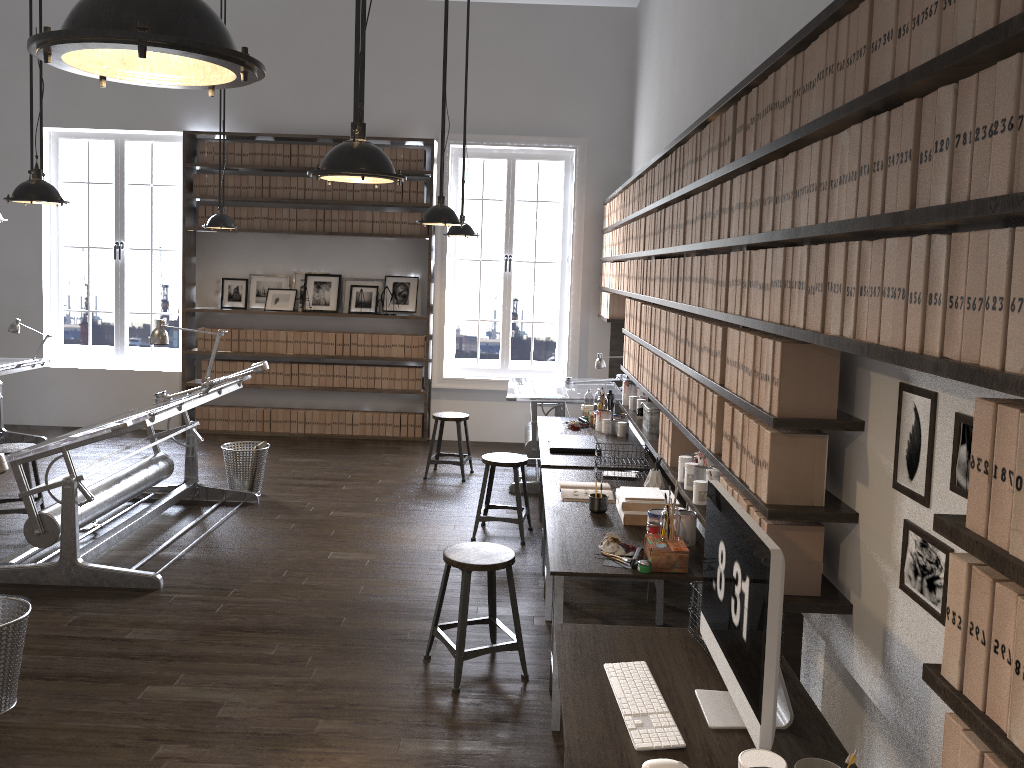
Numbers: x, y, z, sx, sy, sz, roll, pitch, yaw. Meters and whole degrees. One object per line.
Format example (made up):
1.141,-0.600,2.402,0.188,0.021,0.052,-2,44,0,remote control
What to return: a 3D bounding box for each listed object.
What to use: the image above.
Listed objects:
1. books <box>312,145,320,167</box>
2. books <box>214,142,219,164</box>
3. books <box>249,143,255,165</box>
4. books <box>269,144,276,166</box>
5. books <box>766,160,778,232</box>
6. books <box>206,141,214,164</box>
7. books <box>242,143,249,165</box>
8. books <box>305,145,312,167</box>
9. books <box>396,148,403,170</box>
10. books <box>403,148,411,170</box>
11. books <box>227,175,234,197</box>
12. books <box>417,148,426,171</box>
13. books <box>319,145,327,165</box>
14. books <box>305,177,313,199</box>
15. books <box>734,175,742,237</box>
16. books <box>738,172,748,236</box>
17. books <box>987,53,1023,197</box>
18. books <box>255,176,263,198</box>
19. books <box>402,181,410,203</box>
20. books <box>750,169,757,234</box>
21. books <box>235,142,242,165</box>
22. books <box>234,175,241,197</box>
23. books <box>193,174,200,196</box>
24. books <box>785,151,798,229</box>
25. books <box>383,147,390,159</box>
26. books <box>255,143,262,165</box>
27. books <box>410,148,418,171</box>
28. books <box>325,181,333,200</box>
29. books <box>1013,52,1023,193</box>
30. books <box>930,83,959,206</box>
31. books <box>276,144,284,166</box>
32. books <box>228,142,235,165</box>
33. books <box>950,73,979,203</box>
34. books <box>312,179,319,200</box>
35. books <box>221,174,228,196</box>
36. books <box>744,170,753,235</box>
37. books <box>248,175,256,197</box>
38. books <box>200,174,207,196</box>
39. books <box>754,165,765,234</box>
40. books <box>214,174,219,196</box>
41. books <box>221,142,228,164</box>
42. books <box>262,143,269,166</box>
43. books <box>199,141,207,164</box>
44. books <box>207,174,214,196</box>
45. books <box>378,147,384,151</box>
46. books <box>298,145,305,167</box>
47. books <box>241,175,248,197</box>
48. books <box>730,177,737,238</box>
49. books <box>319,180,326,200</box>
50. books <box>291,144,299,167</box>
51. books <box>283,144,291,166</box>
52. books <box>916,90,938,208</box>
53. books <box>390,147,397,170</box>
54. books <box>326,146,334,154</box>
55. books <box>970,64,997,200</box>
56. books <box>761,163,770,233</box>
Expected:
-1.944,-2.264,8.854,0.067,0.225,0.175,2,6,1,books
-2.923,-2.298,8.866,0.067,0.225,0.175,2,6,1,books
-2.578,-2.286,8.863,0.067,0.224,0.175,2,6,1,books
-2.373,-2.279,8.862,0.067,0.225,0.175,2,6,1,books
0.885,-0.573,2.735,0.174,0.225,0.067,2,5,1,books
-2.995,-2.301,8.863,0.067,0.225,0.175,2,6,1,books
-2.641,-2.288,8.862,0.067,0.224,0.175,2,6,1,books
-2.016,-2.266,8.852,0.067,0.225,0.175,2,6,1,books
-1.110,-2.233,8.842,0.067,0.225,0.175,2,6,1,books
-1.043,-2.232,8.847,0.067,0.225,0.175,2,6,1,books
-2.797,-1.977,8.886,0.067,0.225,0.175,2,6,1,books
-0.901,-2.226,8.841,0.067,0.225,0.175,2,6,1,books
-1.874,-2.262,8.858,0.067,0.225,0.175,2,6,1,books
-2.020,-1.950,8.878,0.067,0.225,0.175,2,6,1,books
0.889,-0.627,3.155,0.174,0.225,0.067,2,5,1,books
0.888,-0.618,3.083,0.174,0.225,0.067,2,5,1,books
0.865,-0.401,1.405,0.174,0.225,0.067,2,5,1,books
-2.517,-1.968,8.889,0.067,0.225,0.175,2,6,1,books
-1.051,-1.915,8.866,0.067,0.225,0.175,2,6,1,books
0.893,-0.601,2.955,0.174,0.224,0.067,2,5,1,books
-2.713,-2.291,8.861,0.067,0.225,0.175,2,6,1,books
-2.729,-1.975,8.891,0.067,0.225,0.175,2,6,1,books
-3.139,-1.990,8.896,0.067,0.225,0.175,2,6,1,books
0.881,-0.546,2.527,0.174,0.225,0.067,2,5,1,books
-1.240,-2.238,8.846,0.067,0.224,0.175,2,6,1,books
-2.511,-2.283,8.858,0.067,0.225,0.175,2,6,1,books
-0.972,-2.229,8.846,0.067,0.225,0.175,2,6,1,books
-1.818,-1.942,8.874,0.067,0.225,0.175,2,6,1,books
0.868,-0.393,1.338,0.174,0.224,0.067,2,5,1,books
0.869,-0.428,1.614,0.174,0.225,0.067,2,5,1,books
-2.302,-2.276,8.857,0.067,0.225,0.175,2,6,1,books
-2.783,-2.294,8.866,0.067,0.225,0.175,2,6,1,books
0.873,-0.419,1.543,0.174,0.225,0.067,2,5,1,books
-1.947,-1.947,8.879,0.067,0.224,0.175,2,6,1,books
-2.863,-1.980,8.891,0.067,0.224,0.175,2,6,1,books
0.892,-0.609,3.020,0.174,0.224,0.067,2,5,1,books
-2.588,-1.970,8.885,0.067,0.225,0.175,2,6,1,books
-3.069,-1.987,8.894,0.067,0.225,0.175,2,6,1,books
0.887,-0.592,2.881,0.174,0.225,0.067,2,5,1,books
-2.926,-1.982,8.890,0.067,0.224,0.175,2,6,1,books
-2.853,-2.296,8.869,0.067,0.225,0.175,2,6,1,books
-2.444,-2.282,8.863,0.067,0.225,0.175,2,6,1,books
-3.068,-2.303,8.864,0.067,0.225,0.175,2,6,1,books
-2.999,-1.984,8.889,0.067,0.225,0.175,2,6,1,books
-1.312,-2.241,8.845,0.067,0.225,0.175,2,6,1,books
-2.082,-2.269,8.859,0.067,0.224,0.175,2,6,1,books
-2.658,-1.973,8.890,0.067,0.225,0.175,2,6,1,books
0.894,-0.636,3.228,0.174,0.225,0.067,2,5,1,books
-1.885,-1.945,8.880,0.067,0.224,0.175,2,6,1,books
-2.156,-2.271,8.855,0.067,0.225,0.175,2,6,1,books
-2.231,-2.274,8.861,0.067,0.225,0.175,2,6,1,books
0.875,-0.437,1.684,0.174,0.225,0.067,2,5,1,books
-1.177,-2.237,8.847,0.067,0.224,0.175,2,6,1,books
-1.804,-2.259,8.855,0.067,0.225,0.175,2,6,1,books
0.872,-0.410,1.472,0.174,0.225,0.067,2,5,1,books
0.891,-0.582,2.806,0.174,0.225,0.067,2,5,1,books
